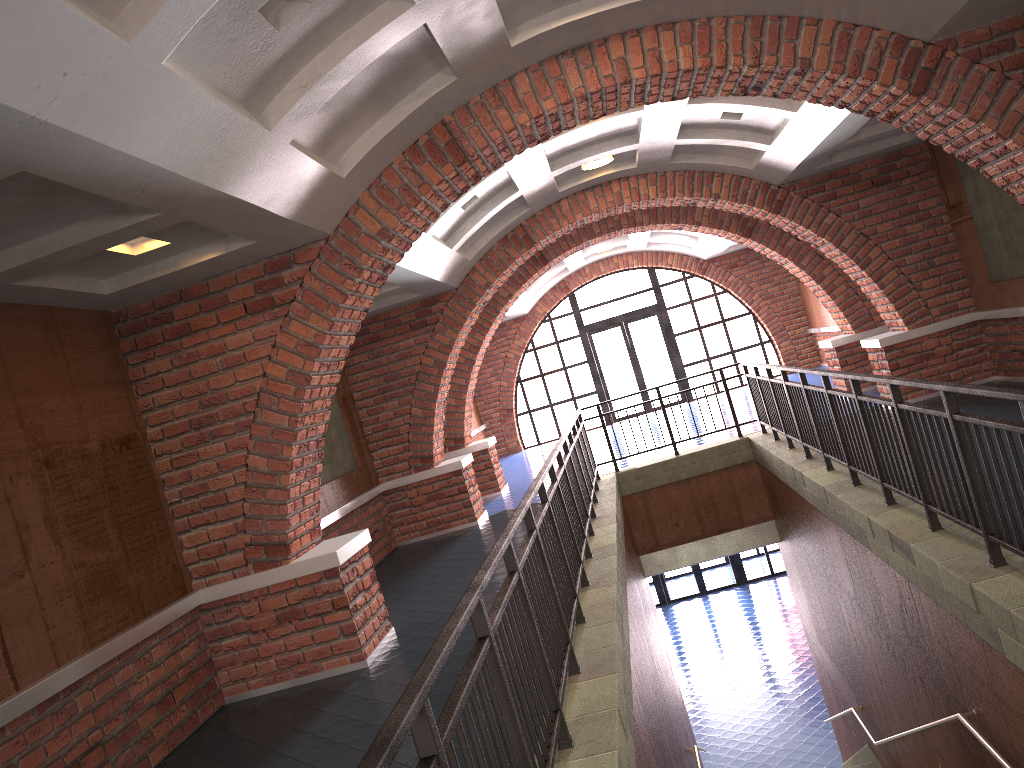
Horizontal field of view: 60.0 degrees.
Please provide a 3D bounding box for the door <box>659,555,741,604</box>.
[{"bbox_3d":[4.180,3.871,20.726,1.754,2.236,0.040,-17,0,7],"label":"door"}]

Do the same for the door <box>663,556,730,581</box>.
[{"bbox_3d":[4.412,3.791,22.732,1.754,2.236,0.040,-17,0,7],"label":"door"}]

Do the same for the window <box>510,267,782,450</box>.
[{"bbox_3d":[2.792,-0.952,20.695,6.353,3.471,0.100,-17,0,7],"label":"window"}]

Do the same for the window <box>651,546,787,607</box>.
[{"bbox_3d":[4.052,3.262,20.711,6.353,3.471,0.100,-17,0,7],"label":"window"}]

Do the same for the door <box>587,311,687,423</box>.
[{"bbox_3d":[2.905,-0.393,20.709,1.754,2.236,0.040,-17,0,7],"label":"door"}]

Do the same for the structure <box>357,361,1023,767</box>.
[{"bbox_3d":[2.121,2.944,6.279,2.464,5.665,11.177,-17,0,7],"label":"structure"}]

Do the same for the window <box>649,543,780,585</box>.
[{"bbox_3d":[4.284,3.182,22.717,6.353,3.471,0.100,-17,0,7],"label":"window"}]
